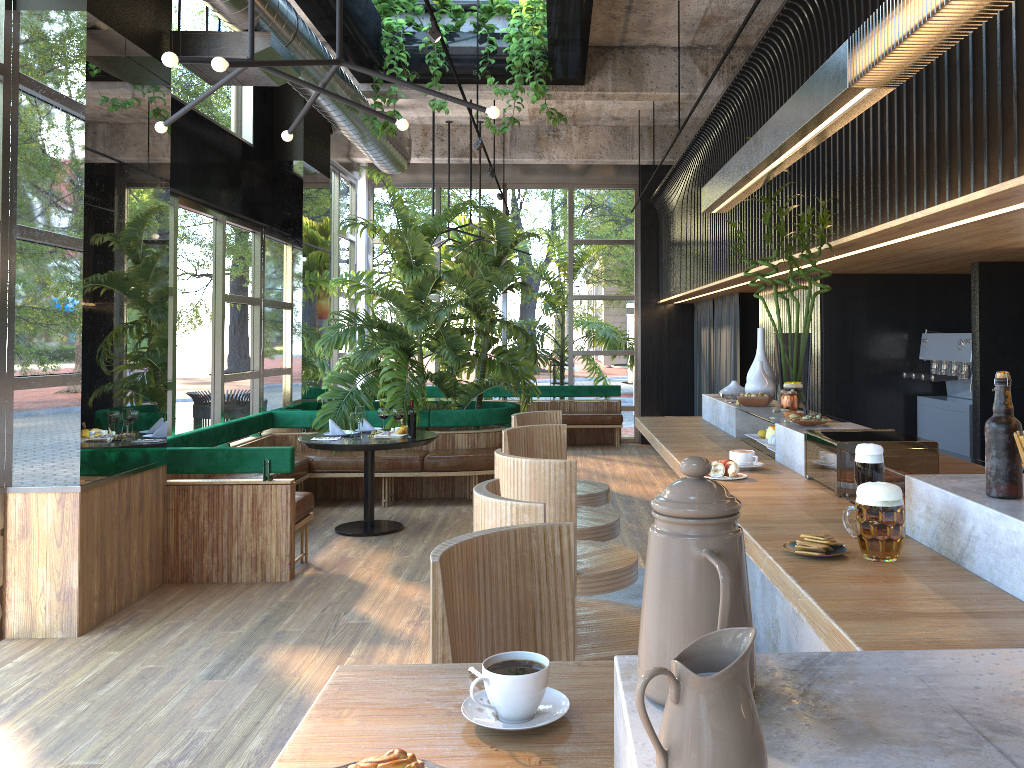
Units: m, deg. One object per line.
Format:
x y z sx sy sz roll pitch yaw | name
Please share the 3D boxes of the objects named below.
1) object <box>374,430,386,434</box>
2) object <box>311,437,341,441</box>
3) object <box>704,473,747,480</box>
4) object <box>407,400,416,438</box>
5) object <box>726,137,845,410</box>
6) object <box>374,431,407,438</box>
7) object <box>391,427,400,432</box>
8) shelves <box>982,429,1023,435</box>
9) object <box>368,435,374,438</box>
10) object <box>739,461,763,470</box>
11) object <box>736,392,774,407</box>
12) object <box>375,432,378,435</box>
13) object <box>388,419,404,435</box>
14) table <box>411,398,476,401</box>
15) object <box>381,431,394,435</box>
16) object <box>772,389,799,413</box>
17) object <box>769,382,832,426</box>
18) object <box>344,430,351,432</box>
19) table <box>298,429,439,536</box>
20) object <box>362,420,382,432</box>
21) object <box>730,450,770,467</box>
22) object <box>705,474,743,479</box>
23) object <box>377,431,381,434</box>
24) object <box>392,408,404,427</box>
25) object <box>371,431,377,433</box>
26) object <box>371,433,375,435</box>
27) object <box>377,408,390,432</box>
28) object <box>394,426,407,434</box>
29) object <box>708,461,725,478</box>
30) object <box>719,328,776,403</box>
-1.091 0.398 7.327 0.097 0.028 0.130 1 3 16 | object
-1.432 0.424 6.946 0.256 0.019 0.157 0 3 -1 | object
0.758 0.329 3.178 0.164 0.005 0.170 1 3 12 | object
-0.797 0.277 7.065 0.067 0.299 0.070 0 -1 17 | object
1.459 -0.525 4.700 0.642 1.550 0.611 -1 -1 39 | object
-0.945 0.409 7.193 0.235 0.019 0.359 0 3 11 | object
-0.921 0.376 7.292 0.193 0.038 0.064 2 3 34 | object
3.229 0.325 5.223 0.524 0.035 0.868 0 3 1 | shelves
-1.134 0.417 7.131 0.062 0.013 0.147 0 3 -3 | object
0.874 0.312 3.373 0.162 0.020 0.160 0 3 -3 | object
1.213 0.075 4.452 0.189 0.073 0.232 1 3 21 | object
-1.095 0.405 7.173 0.032 0.031 0.040 0 1 26 | object
-0.930 0.343 7.101 0.143 0.124 0.097 0 0 -19 | object
-0.951 0.584 11.110 1.135 0.750 1.066 -1 2 -20 | table
-1.001 0.394 7.188 0.101 0.013 0.223 0 3 7 | object
1.255 0.078 4.085 0.161 0.107 0.086 -2 1 -44 | object
1.206 0.078 3.829 0.209 0.134 0.811 0 3 9 | object
-1.395 0.397 7.453 0.165 0.019 0.243 -3 4 -39 | object
-1.153 0.796 7.166 1.147 0.750 1.053 -1 2 -31 | table
-1.219 0.337 7.536 0.239 0.139 0.227 -1 2 -16 | object
0.895 0.283 3.373 0.136 0.064 0.108 -1 2 -20 | object
0.757 0.327 3.174 0.117 0.005 0.126 2 4 40 | object
-1.090 0.400 7.264 0.033 0.032 0.037 0 1 -2 | object
-0.953 0.307 7.424 0.104 0.201 0.100 0 -1 -11 | object
-1.143 0.399 7.353 0.024 0.025 0.047 0 2 20 | object
-1.132 0.408 7.234 0.033 0.019 0.038 0 2 13 | object
-1.081 0.305 7.461 0.104 0.201 0.100 0 -1 -11 | object
-0.897 0.368 7.191 0.099 0.064 0.163 -1 3 -28 | object
0.720 0.301 3.166 0.061 0.059 0.073 0 1 -9 | object
1.293 -0.098 4.700 0.331 0.397 0.304 0 0 -41 | object
